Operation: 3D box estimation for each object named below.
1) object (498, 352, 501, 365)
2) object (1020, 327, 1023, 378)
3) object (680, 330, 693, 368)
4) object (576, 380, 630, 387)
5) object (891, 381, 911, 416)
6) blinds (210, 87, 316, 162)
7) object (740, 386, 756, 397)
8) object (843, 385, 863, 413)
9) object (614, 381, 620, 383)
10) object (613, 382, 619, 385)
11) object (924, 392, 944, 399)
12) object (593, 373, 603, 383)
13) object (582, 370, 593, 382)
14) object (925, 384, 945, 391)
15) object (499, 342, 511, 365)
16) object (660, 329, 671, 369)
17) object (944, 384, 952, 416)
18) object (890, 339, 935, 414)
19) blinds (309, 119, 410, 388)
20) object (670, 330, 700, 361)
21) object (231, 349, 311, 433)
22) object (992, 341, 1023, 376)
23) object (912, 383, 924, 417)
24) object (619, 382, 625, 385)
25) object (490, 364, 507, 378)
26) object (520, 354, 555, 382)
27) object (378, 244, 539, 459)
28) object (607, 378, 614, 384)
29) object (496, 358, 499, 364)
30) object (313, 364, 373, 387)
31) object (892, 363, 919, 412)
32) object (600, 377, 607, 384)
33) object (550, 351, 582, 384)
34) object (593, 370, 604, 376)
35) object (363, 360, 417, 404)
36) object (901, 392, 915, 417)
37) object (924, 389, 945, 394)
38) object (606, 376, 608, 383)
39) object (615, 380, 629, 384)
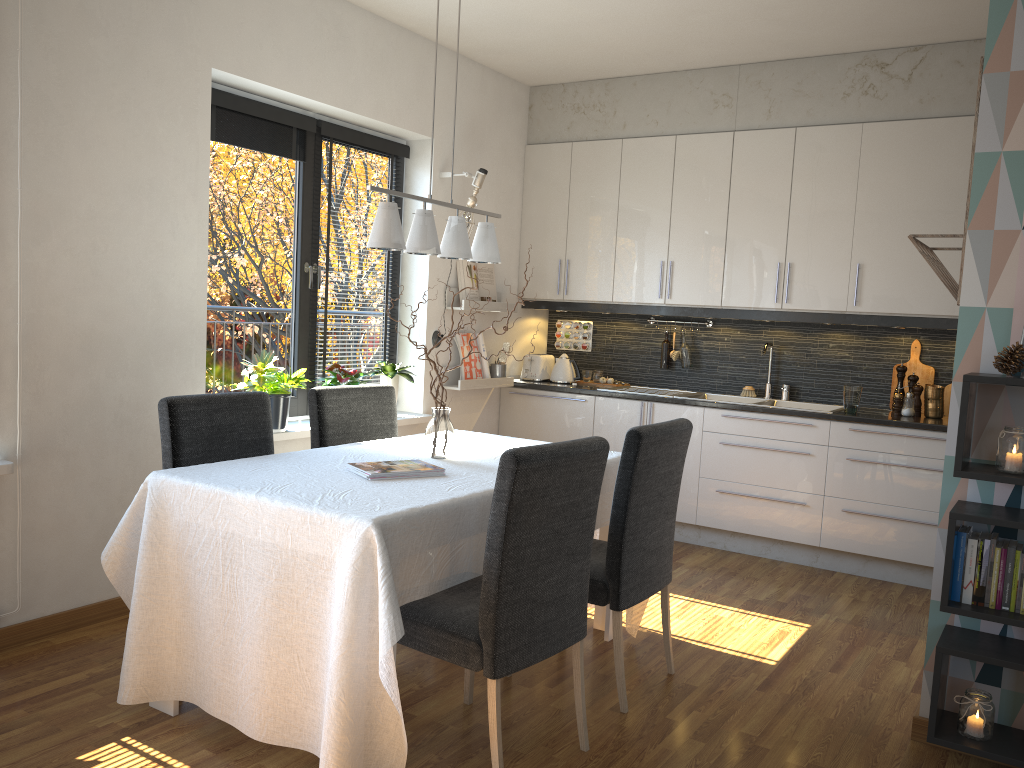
[{"bbox_3d":[-0.086,-0.106,5.682,0.007,0.201,0.020,-1,7,-36],"label":"object"},{"bbox_3d":[1.534,-0.204,2.502,0.163,0.384,0.154,-2,7,-41],"label":"object"},{"bbox_3d":[1.129,-0.223,5.719,0.093,0.243,0.073,3,5,5],"label":"object"},{"bbox_3d":[0.601,-0.003,5.964,0.335,0.012,0.213,6,5,34],"label":"object"},{"bbox_3d":[2.122,0.075,4.842,0.080,0.192,0.058,5,6,16],"label":"object"},{"bbox_3d":[-1.200,-1.216,4.188,0.049,0.230,0.710,6,6,32],"label":"blinds"},{"bbox_3d":[1.468,0.046,5.503,0.097,0.065,0.099,5,5,24],"label":"object"},{"bbox_3d":[1.854,0.085,4.841,0.102,0.146,0.102,6,6,32],"label":"object"},{"bbox_3d":[0.665,-0.015,5.957,0.021,0.019,0.173,-1,6,-35],"label":"object"},{"bbox_3d":[0.670,-0.012,5.970,0.024,0.015,0.248,2,5,-13],"label":"object"},{"bbox_3d":[2.279,0.065,4.791,0.100,0.036,0.100,5,5,25],"label":"object"},{"bbox_3d":[0.574,-0.040,5.937,0.065,0.064,0.065,6,6,32],"label":"object"},{"bbox_3d":[0.504,-0.051,5.956,0.071,0.076,0.071,5,5,24],"label":"object"},{"bbox_3d":[2.282,0.028,4.786,0.100,0.047,0.099,5,5,28],"label":"object"},{"bbox_3d":[-0.044,-0.138,5.694,0.059,0.268,0.119,5,6,23],"label":"object"},{"bbox_3d":[1.009,-0.230,5.812,0.060,0.257,0.060,-1,7,-36],"label":"object"},{"bbox_3d":[2.480,0.049,4.921,0.146,0.274,0.043,6,6,32],"label":"object"},{"bbox_3d":[2.284,-0.046,5.048,0.219,0.420,0.029,6,6,32],"label":"object"},{"bbox_3d":[-0.833,-0.651,4.874,0.049,1.424,0.710,6,6,32],"label":"blinds"},{"bbox_3d":[1.119,-0.245,5.740,0.188,0.204,0.072,5,6,19],"label":"object"},{"bbox_3d":[-1.141,0.027,4.199,0.333,0.385,0.299,-2,7,-42],"label":"object"},{"bbox_3d":[1.428,-0.074,2.540,0.078,0.101,0.086,-2,7,-44],"label":"object"},{"bbox_3d":[2.202,0.084,4.824,0.058,0.184,0.058,0,6,-25],"label":"object"},{"bbox_3d":[0.695,-0.013,5.969,0.024,0.017,0.248,1,5,-23],"label":"object"},{"bbox_3d":[-0.089,-0.066,5.696,0.103,0.124,0.103,6,6,29],"label":"object"},{"bbox_3d":[0.179,-0.106,6.004,0.175,0.192,0.253,6,6,32],"label":"object"},{"bbox_3d":[-0.212,-0.113,3.234,0.615,0.786,0.403,4,5,7],"label":"object"},{"bbox_3d":[0.653,-0.019,5.873,0.043,0.043,0.044,6,6,29],"label":"object"},{"bbox_3d":[-0.105,-0.109,5.725,0.007,0.161,0.086,7,6,33],"label":"object"},{"bbox_3d":[-0.861,0.049,4.596,0.371,0.309,0.379,4,5,7],"label":"object"},{"bbox_3d":[2.179,0.027,4.902,0.123,0.283,0.061,6,6,32],"label":"object"},{"bbox_3d":[0.603,-0.022,5.876,0.045,0.045,0.046,6,6,35],"label":"object"},{"bbox_3d":[0.348,-0.102,5.888,0.178,0.236,0.204,1,5,-21],"label":"object"},{"bbox_3d":[0.583,-0.051,6.010,0.071,0.076,0.071,6,6,32],"label":"object"},{"bbox_3d":[-0.693,0.025,4.960,0.354,0.316,0.292,5,5,23],"label":"object"},{"bbox_3d":[2.140,0.109,4.783,0.069,0.135,0.069,4,5,7],"label":"object"},{"bbox_3d":[2.280,0.048,4.790,0.100,0.036,0.100,0,5,-29],"label":"object"},{"bbox_3d":[0.638,-0.028,5.924,0.044,0.050,0.043,2,5,-15],"label":"object"},{"bbox_3d":[0.714,-0.017,5.982,0.173,0.026,0.021,7,6,41],"label":"object"}]
